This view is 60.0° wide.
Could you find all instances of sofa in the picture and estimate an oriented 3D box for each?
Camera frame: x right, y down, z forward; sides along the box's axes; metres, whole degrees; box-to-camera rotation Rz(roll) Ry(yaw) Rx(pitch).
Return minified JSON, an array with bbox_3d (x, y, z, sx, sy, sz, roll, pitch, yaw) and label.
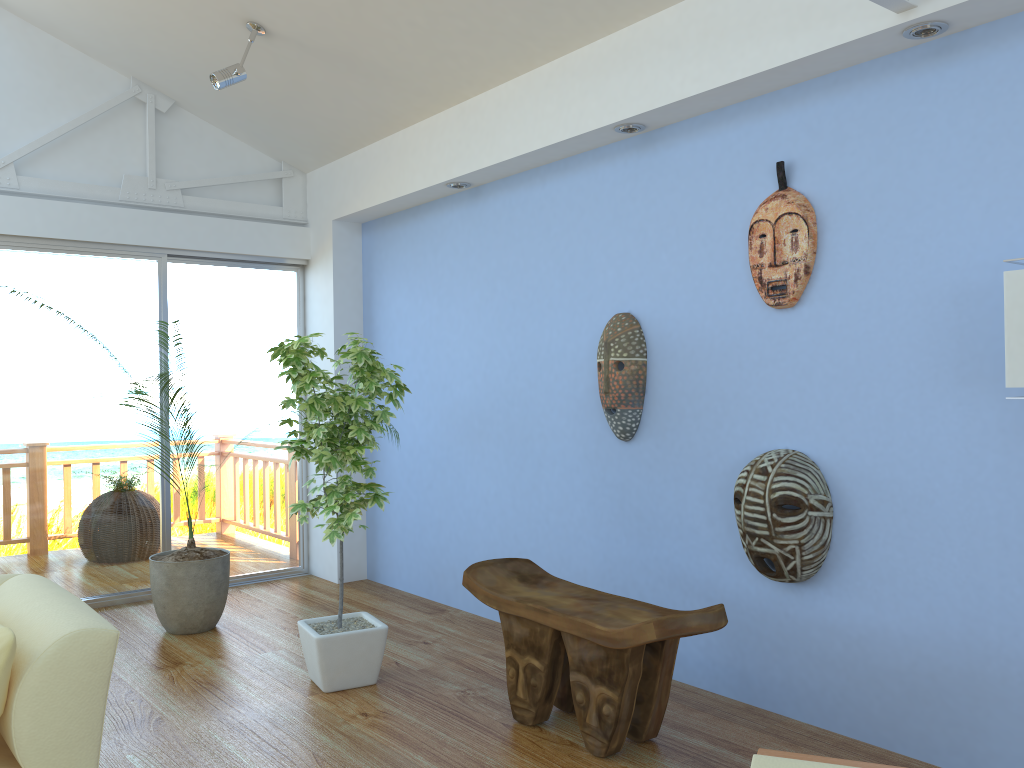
[{"bbox_3d":[-2.107,0.853,1.606,2.448,0.597,0.950,-1,0,-38],"label":"sofa"}]

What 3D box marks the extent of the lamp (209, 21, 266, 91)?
[{"bbox_3d":[-1.278,-1.519,4.133,0.254,0.327,0.118,-1,0,-21],"label":"lamp"}]

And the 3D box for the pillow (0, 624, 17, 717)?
[{"bbox_3d":[-1.302,0.688,2.056,0.201,0.311,0.559,-1,0,-38],"label":"pillow"}]

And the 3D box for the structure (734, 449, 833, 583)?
[{"bbox_3d":[0.891,0.461,3.043,0.185,0.466,0.359,-1,0,-38],"label":"structure"}]

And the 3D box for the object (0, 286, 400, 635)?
[{"bbox_3d":[-1.500,0.364,4.369,1.563,1.695,1.706,-1,0,43],"label":"object"}]

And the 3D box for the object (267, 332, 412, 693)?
[{"bbox_3d":[-0.674,0.491,3.535,0.495,1.409,0.699,-1,0,5],"label":"object"}]

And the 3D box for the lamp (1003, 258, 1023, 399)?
[{"bbox_3d":[1.405,0.397,2.275,0.200,1.520,0.200,-1,0,-38],"label":"lamp"}]

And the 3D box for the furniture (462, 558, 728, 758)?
[{"bbox_3d":[0.238,0.925,3.027,0.329,0.507,1.100,-1,0,-38],"label":"furniture"}]

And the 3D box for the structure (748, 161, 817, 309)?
[{"bbox_3d":[0.926,-0.517,3.081,0.063,0.508,0.264,-1,0,-38],"label":"structure"}]

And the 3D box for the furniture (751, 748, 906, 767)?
[{"bbox_3d":[0.600,0.954,1.460,0.449,0.427,0.619,-1,0,22],"label":"furniture"}]

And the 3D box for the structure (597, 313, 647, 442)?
[{"bbox_3d":[0.429,-0.028,3.680,0.115,0.541,0.254,-1,0,-38],"label":"structure"}]
